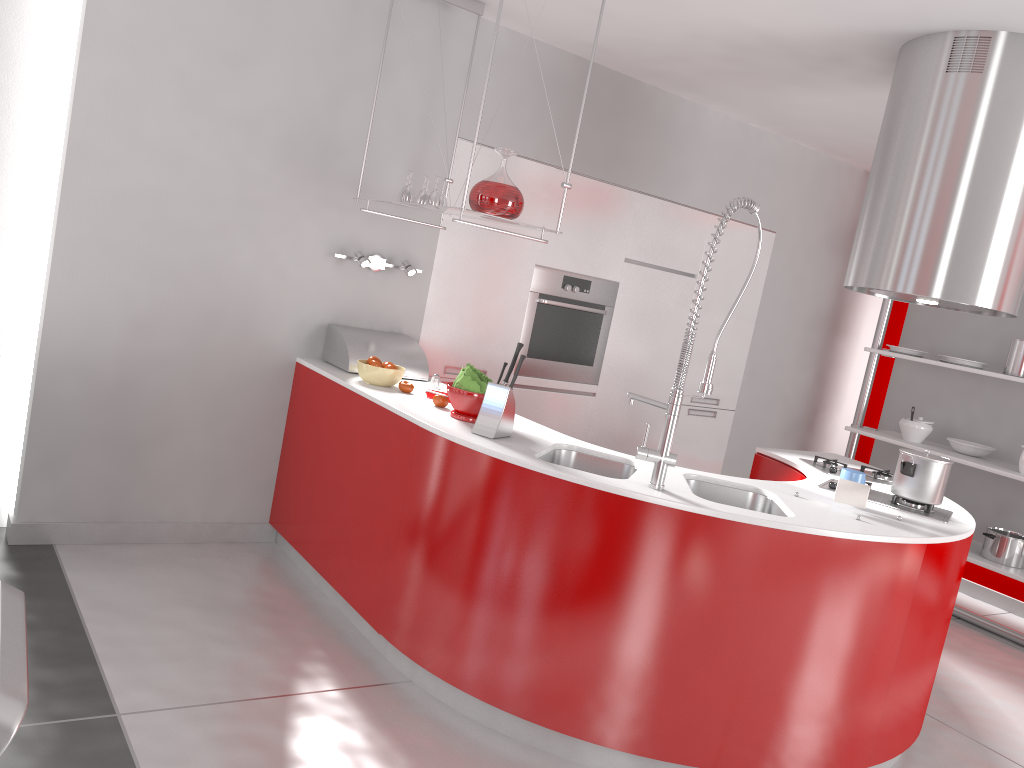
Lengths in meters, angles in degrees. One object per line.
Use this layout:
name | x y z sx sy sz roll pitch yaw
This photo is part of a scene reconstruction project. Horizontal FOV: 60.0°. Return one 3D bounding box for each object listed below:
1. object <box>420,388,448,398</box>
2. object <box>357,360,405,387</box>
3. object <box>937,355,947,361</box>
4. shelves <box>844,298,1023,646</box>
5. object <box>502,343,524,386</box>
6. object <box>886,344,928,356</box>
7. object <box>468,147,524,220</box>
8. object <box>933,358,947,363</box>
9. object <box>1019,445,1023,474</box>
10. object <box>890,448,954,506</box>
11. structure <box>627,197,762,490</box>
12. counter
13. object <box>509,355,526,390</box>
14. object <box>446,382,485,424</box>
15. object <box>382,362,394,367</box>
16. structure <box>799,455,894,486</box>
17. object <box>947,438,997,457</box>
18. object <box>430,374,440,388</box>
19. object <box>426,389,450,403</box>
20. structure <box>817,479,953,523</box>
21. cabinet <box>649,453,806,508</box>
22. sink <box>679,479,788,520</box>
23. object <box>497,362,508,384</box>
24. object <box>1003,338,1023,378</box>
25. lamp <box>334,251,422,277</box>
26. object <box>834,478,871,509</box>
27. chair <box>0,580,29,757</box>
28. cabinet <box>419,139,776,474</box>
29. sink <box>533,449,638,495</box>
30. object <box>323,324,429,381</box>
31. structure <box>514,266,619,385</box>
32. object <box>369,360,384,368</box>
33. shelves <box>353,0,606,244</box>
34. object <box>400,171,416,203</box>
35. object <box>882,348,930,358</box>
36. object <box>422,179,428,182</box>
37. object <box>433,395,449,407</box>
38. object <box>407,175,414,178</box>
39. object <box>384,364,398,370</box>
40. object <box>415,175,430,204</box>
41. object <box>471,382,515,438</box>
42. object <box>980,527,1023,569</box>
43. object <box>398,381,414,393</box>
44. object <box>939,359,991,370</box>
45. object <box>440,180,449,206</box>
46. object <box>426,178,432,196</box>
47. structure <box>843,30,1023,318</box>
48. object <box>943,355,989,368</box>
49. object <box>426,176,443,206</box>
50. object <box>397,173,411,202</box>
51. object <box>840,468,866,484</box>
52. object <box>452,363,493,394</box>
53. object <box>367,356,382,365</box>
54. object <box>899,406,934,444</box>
object | -0.231 0.062 3.681 0.375 0.008 0.041 15 8 31
object | -0.555 -0.039 3.719 0.201 0.086 0.201 7 8 -34
object | 2.731 -0.134 5.432 0.244 0.042 0.244 5 9 -43
shelves | 2.798 0.075 5.109 0.535 2.599 1.735 7 8 -35
object | -0.025 0.013 3.075 0.014 0.322 0.150 14 7 25
object | 2.434 -0.198 5.474 0.244 0.042 0.244 17 9 39
object | -0.047 -0.760 3.375 0.213 0.266 0.213 10 7 -7
object | 2.728 -0.121 5.434 0.280 0.015 0.280 11 7 1
object | 2.937 0.421 4.844 0.235 0.197 0.282 5 9 -45
object | 1.516 0.335 3.282 0.189 0.185 0.218 13 7 17
structure | 0.550 -0.132 2.735 0.308 0.920 0.178 12 7 8
counter | 0.341 0.653 3.551 2.865 0.880 1.868 11 7 -2
object | -0.009 0.035 3.056 0.012 0.279 0.130 14 7 25
object | -0.141 0.075 3.297 0.229 0.118 0.228 14 7 25
object | -0.526 -0.070 3.759 0.062 0.049 0.066 6 9 -38
structure | 1.524 0.380 3.867 0.457 0.037 0.303 11 7 -5
object | 2.733 0.389 5.294 0.272 0.072 0.272 14 7 18
object | -0.340 -0.014 3.938 0.042 0.066 0.043 9 7 -22
object | -0.276 0.056 3.716 0.168 0.006 0.266 10 7 -9
structure | 1.412 0.420 3.346 0.457 0.037 0.303 15 8 29
cabinet | 0.233 0.570 3.789 1.875 0.761 1.025 12 7 10
sink | 0.709 0.461 2.902 0.326 0.172 0.428 12 7 3
object | -0.055 0.020 3.081 0.009 0.197 0.091 14 7 25
object | 2.859 -0.138 4.961 0.172 0.205 0.184 7 8 -30
lamp | -0.599 -0.554 4.103 0.454 0.081 0.155 7 8 -35
object | 1.147 0.367 2.987 0.100 0.080 0.109 14 7 24
chair | -0.911 0.709 1.092 0.460 0.857 0.418 7 8 -31
cabinet | 0.345 -0.146 5.321 2.398 2.026 0.614 7 8 -35
sink | 0.240 0.358 2.982 0.326 0.172 0.428 13 7 15
object | -0.616 -0.147 4.090 0.400 0.170 0.300 7 8 -35
structure | 0.316 -0.307 4.869 0.599 0.589 0.050 7 8 -35
object | -0.568 -0.073 3.713 0.065 0.052 0.062 17 9 39
shelves | -0.158 -1.141 3.560 0.462 1.023 0.934 7 8 -35
object | -0.425 -0.806 3.661 0.060 0.141 0.060 15 8 31
object | 2.432 -0.185 5.476 0.280 0.015 0.280 11 7 1
object | -0.392 -0.831 3.928 0.060 0.141 0.060 7 8 -35
object | -0.277 0.066 3.448 0.064 0.048 0.063 16 8 32
object | -0.456 -0.837 3.870 0.060 0.141 0.060 7 8 -35
object | -0.507 -0.058 3.696 0.062 0.049 0.066 8 8 -27
object | -0.372 -0.804 3.729 0.060 0.141 0.060 7 8 -35
object | -0.054 0.087 3.060 0.091 0.178 0.137 15 8 27
object | 2.766 0.914 4.956 0.240 0.161 0.259 16 8 37
object | -0.435 0.013 3.643 0.063 0.047 0.065 6 8 -36
object | 2.630 -0.108 5.160 0.280 0.015 0.280 11 7 -6
object | -0.298 -0.794 3.777 0.060 0.141 0.060 7 8 -35
object | -0.371 -0.817 3.842 0.060 0.141 0.060 7 8 -35
structure | 1.739 -0.786 3.464 0.644 0.958 0.644 14 7 21
object | 2.633 -0.121 5.158 0.244 0.042 0.244 17 9 39
object | -0.316 -0.783 3.649 0.060 0.141 0.060 7 8 -35
object | -0.451 -0.825 3.775 0.060 0.141 0.060 15 8 31
object | 1.189 0.352 3.109 0.080 0.100 0.109 15 8 27
object | -0.124 0.025 3.282 0.193 0.182 0.198 7 8 -30
object | -0.585 -0.087 3.770 0.055 0.058 0.066 17 9 39
object | 2.473 0.248 5.427 0.192 0.214 0.192 17 9 41
